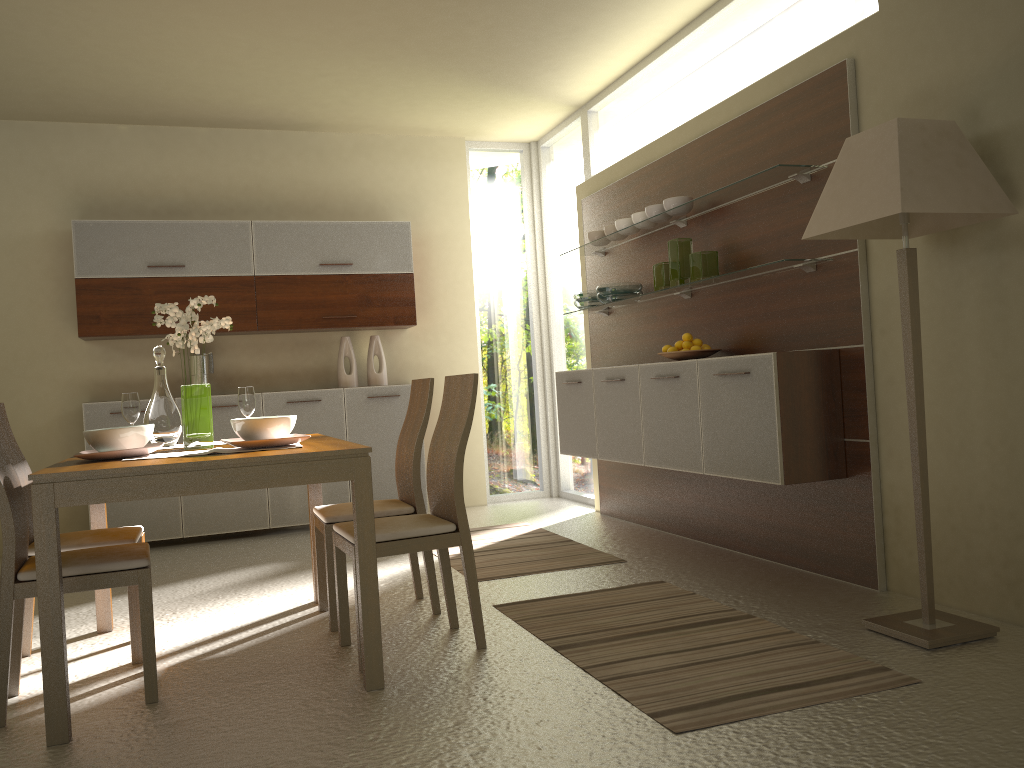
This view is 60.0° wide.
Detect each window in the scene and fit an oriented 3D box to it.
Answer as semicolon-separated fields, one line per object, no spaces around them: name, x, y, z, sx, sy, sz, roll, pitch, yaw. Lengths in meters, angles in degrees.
window;-1.779;-0.420;4.442;6.429;3.000;4.466;-3;0;-22

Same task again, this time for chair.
chair;-0.602;0.498;3.906;0.507;1.017;0.404;-3;0;-19
chair;-0.394;0.485;3.353;0.507;1.017;0.404;-3;0;-22
chair;-1.497;0.551;2.989;0.507;1.017;0.404;-3;0;-23
chair;-1.728;0.566;3.463;0.507;1.017;0.404;-3;0;-19

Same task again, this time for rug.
rug;0.572;0.934;3.284;0.843;0.010;1.613;-3;0;-19
rug;-0.046;0.972;5.291;0.842;0.007;1.613;-3;0;-19

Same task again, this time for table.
table;-1.138;0.644;3.394;1.000;0.790;1.411;-3;0;-19

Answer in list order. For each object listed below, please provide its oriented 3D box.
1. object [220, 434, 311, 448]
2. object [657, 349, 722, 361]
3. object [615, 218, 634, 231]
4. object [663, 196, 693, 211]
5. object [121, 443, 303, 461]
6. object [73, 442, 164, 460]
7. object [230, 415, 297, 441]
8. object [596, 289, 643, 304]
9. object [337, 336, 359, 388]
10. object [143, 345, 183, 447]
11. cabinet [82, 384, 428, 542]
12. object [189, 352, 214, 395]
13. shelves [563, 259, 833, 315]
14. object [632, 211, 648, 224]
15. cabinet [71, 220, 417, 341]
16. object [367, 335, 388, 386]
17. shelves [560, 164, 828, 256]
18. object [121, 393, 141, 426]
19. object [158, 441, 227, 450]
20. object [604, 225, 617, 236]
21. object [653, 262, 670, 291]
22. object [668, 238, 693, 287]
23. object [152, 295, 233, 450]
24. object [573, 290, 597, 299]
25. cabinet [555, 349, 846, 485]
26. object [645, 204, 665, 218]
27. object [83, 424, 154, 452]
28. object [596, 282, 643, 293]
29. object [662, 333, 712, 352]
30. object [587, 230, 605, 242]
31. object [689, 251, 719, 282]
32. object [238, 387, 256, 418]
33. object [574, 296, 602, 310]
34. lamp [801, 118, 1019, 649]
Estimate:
object;-0.897;0.211;3.223;0.283;0.033;0.283;-3;0;-25
object;0.946;-0.149;4.723;0.337;0.053;0.337;-3;0;12
object;0.707;-0.955;5.380;0.163;0.077;0.163;-3;0;29
object;0.907;-0.967;4.834;0.163;0.077;0.163;-3;0;29
object;-1.052;0.237;3.155;0.589;0.010;0.287;-3;0;-16
object;-1.386;0.243;3.146;0.283;0.041;0.283;-3;0;-20
object;-0.899;0.171;3.223;0.233;0.101;0.233;-3;0;-31
object;0.671;-0.539;5.520;0.288;0.068;0.288;-3;0;29
object;-1.244;-0.164;6.684;0.153;0.384;0.153;-3;0;14
object;-1.480;0.050;3.747;0.156;0.426;0.156;-3;0;22
cabinet;-1.799;0.572;6.449;2.318;1.018;0.372;-3;0;-19
object;-2.215;-0.066;6.330;0.181;0.305;0.150;-3;0;-13
shelves;0.882;-0.514;5.011;0.255;0.008;2.463;-3;0;-19
object;0.785;-0.960;5.196;0.163;0.077;0.163;-3;0;22
cabinet;-1.881;-0.767;6.449;2.318;0.789;0.372;-3;0;-19
object;-1.035;-0.177;6.758;0.153;0.384;0.153;-3;0;14
shelves;0.858;-0.922;5.012;0.255;0.008;2.463;-3;0;-19
object;-1.585;0.153;3.698;0.075;0.232;0.075;-3;0;29
object;-1.339;0.255;3.753;0.589;0.010;0.287;-3;0;-23
object;0.661;-0.952;5.577;0.163;0.077;0.163;-3;0;29
object;0.868;-0.598;4.970;0.111;0.160;0.112;-3;0;-20
object;0.915;-0.653;4.797;0.099;0.259;0.099;-3;0;-20
object;-1.244;-0.049;3.492;0.304;0.608;0.302;-3;0;-16
object;0.549;-0.574;5.847;0.288;0.068;0.288;-3;0;29
cabinet;0.868;0.166;4.991;0.372;0.570;2.463;-3;0;-19
object;0.835;-0.963;5.008;0.163;0.077;0.163;-3;0;29
object;-1.391;0.203;3.145;0.232;0.107;0.233;-3;0;-8
object;0.668;-0.581;5.520;0.288;0.068;0.288;-3;0;29
object;0.932;-0.203;4.737;0.259;0.139;0.230;-4;0;40
object;0.571;-0.946;5.763;0.163;0.077;0.163;-3;0;29
object;1.002;-0.606;4.623;0.112;0.160;0.111;-3;0;-20
object;-1.127;0.129;3.782;0.075;0.232;0.075;-3;0;29
object;0.551;-0.531;5.847;0.288;0.068;0.288;-3;0;29
lamp;1.424;-0.011;3.138;0.499;1.782;0.499;-3;0;-19
